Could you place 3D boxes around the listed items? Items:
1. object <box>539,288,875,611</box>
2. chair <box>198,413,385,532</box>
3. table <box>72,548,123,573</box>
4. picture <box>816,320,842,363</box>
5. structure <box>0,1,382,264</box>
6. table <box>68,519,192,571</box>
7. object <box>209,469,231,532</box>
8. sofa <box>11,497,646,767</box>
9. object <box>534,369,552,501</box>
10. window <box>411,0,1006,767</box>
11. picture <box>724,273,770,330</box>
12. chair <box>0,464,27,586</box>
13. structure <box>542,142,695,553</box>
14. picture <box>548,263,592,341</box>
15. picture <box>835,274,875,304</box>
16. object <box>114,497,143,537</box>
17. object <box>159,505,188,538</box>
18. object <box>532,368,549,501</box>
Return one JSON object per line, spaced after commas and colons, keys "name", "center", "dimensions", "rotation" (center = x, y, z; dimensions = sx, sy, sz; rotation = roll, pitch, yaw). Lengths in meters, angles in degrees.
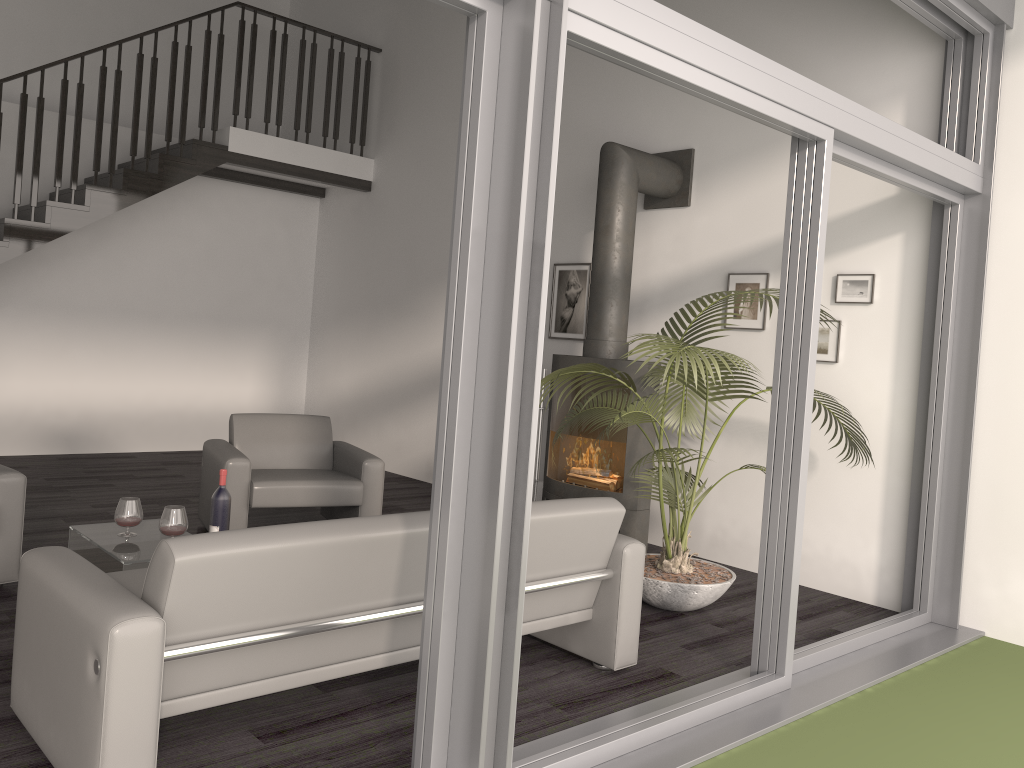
{"name": "object", "center": [0.756, 0.303, 4.612], "dimensions": [1.721, 1.666, 2.117], "rotation": [6, 2, 42]}
{"name": "chair", "center": [-1.363, 0.580, 5.476], "dimensions": [0.962, 0.717, 0.912], "rotation": [3, 2, -28]}
{"name": "table", "center": [-1.280, 0.887, 4.030], "dimensions": [1.199, 0.250, 0.601], "rotation": [2, 3, -43]}
{"name": "picture", "center": [1.758, -0.257, 5.217], "dimensions": [0.015, 0.244, 0.360], "rotation": [4, 2, -43]}
{"name": "structure", "center": [-3.812, -1.380, 7.278], "dimensions": [6.335, 4.093, 1.002], "rotation": [2, 2, -43]}
{"name": "table", "center": [-1.570, 0.823, 3.759], "dimensions": [0.400, 0.341, 0.681], "rotation": [3, 3, -43]}
{"name": "object", "center": [-1.324, 0.573, 4.027], "dimensions": [0.093, 0.370, 0.093], "rotation": [4, 1, -44]}
{"name": "sofa", "center": [-0.530, 0.747, 3.206], "dimensions": [2.112, 0.717, 0.903], "rotation": [2, 3, -43]}
{"name": "object", "center": [0.255, 0.421, 6.307], "dimensions": [0.145, 1.052, 0.075], "rotation": [4, 0, 8]}
{"name": "window", "center": [-1.189, -0.596, 1.306], "dimensions": [9.735, 3.470, 0.386], "rotation": [2, 2, -43]}
{"name": "picture", "center": [1.468, -0.518, 5.551], "dimensions": [0.015, 0.352, 0.289], "rotation": [4, 1, -43]}
{"name": "chair", "center": [-2.819, 0.542, 3.930], "dimensions": [0.911, 0.717, 0.962], "rotation": [6, 2, 37]}
{"name": "structure", "center": [0.864, -0.257, 5.952], "dimensions": [1.114, 2.674, 0.819], "rotation": [4, 1, -43]}
{"name": "picture", "center": [0.441, -0.620, 6.671], "dimensions": [0.026, 0.577, 0.394], "rotation": [4, 1, -43]}
{"name": "picture", "center": [1.947, -0.541, 5.033], "dimensions": [0.015, 0.166, 0.222], "rotation": [4, 2, -43]}
{"name": "object", "center": [-1.638, 0.568, 3.786], "dimensions": [0.115, 0.155, 0.116], "rotation": [3, 1, -34]}
{"name": "object", "center": [-1.408, 0.589, 3.686], "dimensions": [0.116, 0.155, 0.115], "rotation": [5, 2, 38]}
{"name": "object", "center": [0.194, 0.450, 6.364], "dimensions": [0.400, 1.125, 0.400], "rotation": [4, 1, 7]}
